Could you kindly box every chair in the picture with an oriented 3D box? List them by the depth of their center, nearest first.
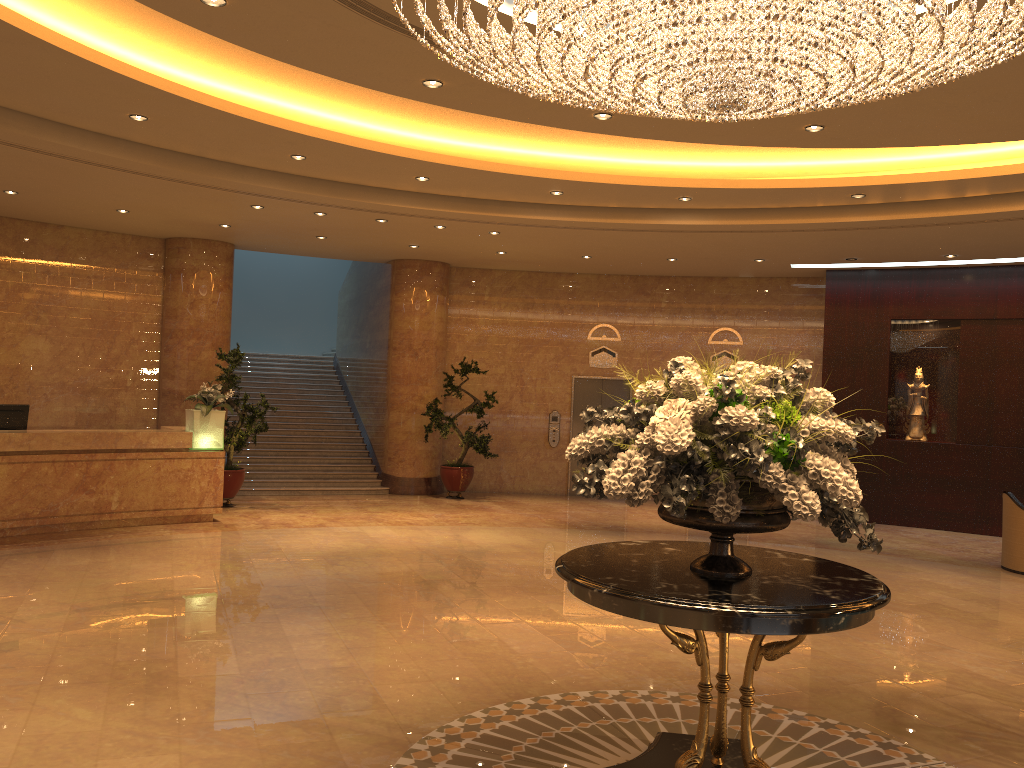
[{"bbox_3d":[6.137,1.728,10.322,0.769,0.916,0.951,2,0,13],"label":"chair"}]

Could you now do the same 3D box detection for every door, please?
[{"bbox_3d":[1.573,0.943,15.879,1.070,2.145,0.150,2,0,4],"label":"door"}]

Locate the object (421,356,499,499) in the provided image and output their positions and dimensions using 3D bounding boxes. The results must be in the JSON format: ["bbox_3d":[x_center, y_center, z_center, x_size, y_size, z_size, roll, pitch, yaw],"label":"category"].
[{"bbox_3d":[-0.855,0.728,14.694,1.250,2.363,0.843,2,0,0],"label":"object"}]

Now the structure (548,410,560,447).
[{"bbox_3d":[0.756,0.803,15.839,0.200,0.661,0.053,2,0,0],"label":"structure"}]

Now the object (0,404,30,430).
[{"bbox_3d":[-5.911,0.481,10.239,0.531,0.500,0.430,2,0,-14],"label":"object"}]

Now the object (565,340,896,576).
[{"bbox_3d":[0.945,0.350,4.075,1.318,0.999,1.277,2,0,9],"label":"object"}]

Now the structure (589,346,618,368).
[{"bbox_3d":[1.633,-0.482,15.844,0.504,0.405,0.012,2,0,3],"label":"structure"}]

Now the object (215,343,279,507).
[{"bbox_3d":[-4.053,0.587,12.968,0.843,2.363,1.250,3,0,-41],"label":"object"}]

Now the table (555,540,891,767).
[{"bbox_3d":[0.922,1.393,4.100,1.493,1.089,1.493,3,0,-28],"label":"table"}]

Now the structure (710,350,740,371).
[{"bbox_3d":[3.722,-0.396,15.516,0.504,0.405,0.012,2,0,14],"label":"structure"}]

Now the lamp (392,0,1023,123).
[{"bbox_3d":[1.037,-1.894,4.165,3.204,1.196,3.206,2,0,15],"label":"lamp"}]

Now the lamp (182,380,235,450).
[{"bbox_3d":[-3.922,0.390,11.529,0.606,0.897,0.532,3,0,-43],"label":"lamp"}]

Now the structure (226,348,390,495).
[{"bbox_3d":[-4.427,-1.013,17.663,9.849,5.560,7.472,2,0,-22],"label":"structure"}]

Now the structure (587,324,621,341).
[{"bbox_3d":[1.651,-0.928,15.844,0.600,0.293,0.010,2,0,3],"label":"structure"}]

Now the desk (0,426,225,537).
[{"bbox_3d":[-6.668,1.055,6.301,3.466,1.155,12.951,2,0,13],"label":"desk"}]

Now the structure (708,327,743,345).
[{"bbox_3d":[3.739,-0.842,15.517,0.600,0.293,0.010,2,0,14],"label":"structure"}]
